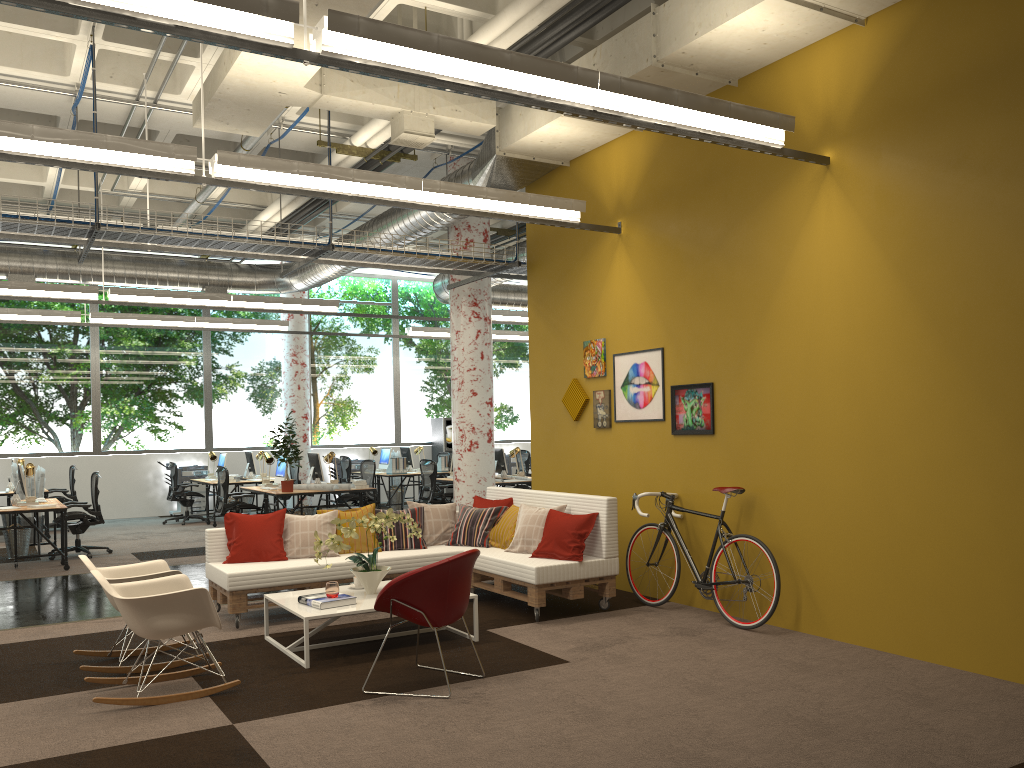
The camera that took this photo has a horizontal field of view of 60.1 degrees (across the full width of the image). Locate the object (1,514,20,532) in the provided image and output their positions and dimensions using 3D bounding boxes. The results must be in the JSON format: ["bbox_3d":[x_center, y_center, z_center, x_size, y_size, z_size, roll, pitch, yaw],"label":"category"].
[{"bbox_3d":[-8.281,2.227,14.657,0.353,0.435,0.359,0,-1,-34],"label":"object"}]

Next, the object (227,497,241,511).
[{"bbox_3d":[-4.942,2.203,15.564,0.353,0.435,0.359,0,-1,-34],"label":"object"}]

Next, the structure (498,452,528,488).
[{"bbox_3d":[0.013,2.054,20.651,1.057,1.057,0.503,0,-1,-31],"label":"structure"}]

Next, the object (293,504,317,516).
[{"bbox_3d":[-3.107,2.025,13.333,0.353,0.435,0.359,0,-1,-34],"label":"object"}]

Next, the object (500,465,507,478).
[{"bbox_3d":[-0.135,1.427,14.400,0.101,0.209,0.101,-1,-1,14],"label":"object"}]

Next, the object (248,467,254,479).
[{"bbox_3d":[-4.715,1.609,15.998,0.101,0.209,0.101,-1,-1,14],"label":"object"}]

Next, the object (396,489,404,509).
[{"bbox_3d":[-2.182,2.243,17.189,0.119,0.403,0.235,-1,-1,-30],"label":"object"}]

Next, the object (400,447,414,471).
[{"bbox_3d":[-2.148,1.516,17.908,0.189,0.485,0.484,-1,-1,-31],"label":"object"}]

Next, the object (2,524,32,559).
[{"bbox_3d":[-6.355,2.014,11.381,0.353,0.435,0.359,0,-1,-34],"label":"object"}]

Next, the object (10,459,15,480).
[{"bbox_3d":[-8.095,1.459,14.395,0.189,0.485,0.484,-1,-1,-31],"label":"object"}]

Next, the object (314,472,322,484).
[{"bbox_3d":[-2.798,1.376,12.749,0.101,0.209,0.101,-1,-1,14],"label":"object"}]

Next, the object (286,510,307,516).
[{"bbox_3d":[-3.025,1.970,12.316,0.353,0.435,0.359,0,-1,-34],"label":"object"}]

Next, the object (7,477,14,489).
[{"bbox_3d":[-7.973,1.578,14.073,0.101,0.209,0.101,-1,-1,14],"label":"object"}]

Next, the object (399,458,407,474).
[{"bbox_3d":[-2.099,1.539,16.621,0.150,0.302,0.281,-1,-1,-31],"label":"object"}]

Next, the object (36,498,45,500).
[{"bbox_3d":[-6.121,1.492,11.496,0.106,0.029,0.059,0,-3,-30],"label":"object"}]

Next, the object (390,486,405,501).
[{"bbox_3d":[-2.428,2.345,18.735,0.353,0.398,0.353,-1,-1,-11],"label":"object"}]

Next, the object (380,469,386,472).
[{"bbox_3d":[-2.587,1.654,17.736,0.101,0.209,0.101,-1,-1,14],"label":"object"}]

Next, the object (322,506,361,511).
[{"bbox_3d":[-2.337,1.948,12.297,0.541,0.455,0.221,0,-1,-31],"label":"object"}]

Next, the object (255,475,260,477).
[{"bbox_3d":[-4.789,1.735,16.697,0.106,0.029,0.059,0,-3,-30],"label":"object"}]

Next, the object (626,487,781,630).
[{"bbox_3d":[1.436,1.316,6.995,0.401,1.039,1.738,-1,-2,-25],"label":"object"}]

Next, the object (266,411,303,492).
[{"bbox_3d":[-3.003,0.893,11.716,0.438,1.077,0.514,-1,-1,-40],"label":"object"}]

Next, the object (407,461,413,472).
[{"bbox_3d":[-2.025,1.635,17.587,0.101,0.209,0.101,-1,-1,14],"label":"object"}]

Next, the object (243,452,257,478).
[{"bbox_3d":[-4.838,1.490,16.319,0.189,0.485,0.484,-1,-1,-31],"label":"object"}]

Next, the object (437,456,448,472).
[{"bbox_3d":[-1.356,1.546,17.060,0.150,0.302,0.281,-1,-1,-31],"label":"object"}]

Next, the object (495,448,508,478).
[{"bbox_3d":[-0.258,1.309,14.722,0.189,0.485,0.484,-1,-1,-31],"label":"object"}]

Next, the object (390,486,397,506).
[{"bbox_3d":[-2.404,2.297,18.135,0.119,0.403,0.235,-1,-1,-30],"label":"object"}]

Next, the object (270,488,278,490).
[{"bbox_3d":[-3.282,1.446,12.200,0.106,0.029,0.059,0,-3,-30],"label":"object"}]

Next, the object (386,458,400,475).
[{"bbox_3d":[-2.226,1.538,16.546,0.150,0.302,0.281,-1,-1,-31],"label":"object"}]

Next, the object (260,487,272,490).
[{"bbox_3d":[-3.443,1.471,12.486,0.118,0.017,0.439,1,-3,-31],"label":"object"}]

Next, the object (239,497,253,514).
[{"bbox_3d":[-5.023,2.258,16.582,0.353,0.435,0.359,0,-1,-34],"label":"object"}]

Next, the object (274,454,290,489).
[{"bbox_3d":[-3.243,1.238,12.576,0.189,0.485,0.484,-1,-1,-31],"label":"object"}]

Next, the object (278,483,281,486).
[{"bbox_3d":[-3.137,1.737,12.596,0.104,0.933,0.849,-1,-1,-35],"label":"object"}]

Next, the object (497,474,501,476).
[{"bbox_3d":[-0.209,1.554,15.099,0.106,0.029,0.059,0,-3,-30],"label":"object"}]

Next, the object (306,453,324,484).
[{"bbox_3d":[-2.921,1.257,13.071,0.189,0.485,0.484,-1,-1,-31],"label":"object"}]

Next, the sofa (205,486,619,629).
[{"bbox_3d":[-0.856,1.427,7.340,2.854,0.931,2.020,0,-3,-31],"label":"sofa"}]

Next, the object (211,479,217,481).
[{"bbox_3d":[-5.199,1.679,15.448,0.106,0.029,0.059,0,-3,-30],"label":"object"}]

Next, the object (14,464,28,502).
[{"bbox_3d":[-6.170,1.246,11.119,0.189,0.485,0.484,-1,-1,-31],"label":"object"}]

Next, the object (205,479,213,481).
[{"bbox_3d":[-5.359,1.704,15.735,0.118,0.017,0.439,1,-3,-31],"label":"object"}]

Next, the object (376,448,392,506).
[{"bbox_3d":[-2.611,1.875,17.671,0.191,1.208,1.079,-1,-1,-30],"label":"object"}]

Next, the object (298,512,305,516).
[{"bbox_3d":[-2.955,1.984,12.351,0.119,0.403,0.235,-1,-1,-30],"label":"object"}]

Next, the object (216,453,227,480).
[{"bbox_3d":[-5.159,1.471,15.825,0.189,0.485,0.484,-1,-1,-31],"label":"object"}]

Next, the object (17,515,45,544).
[{"bbox_3d":[-7.080,2.146,13.045,0.353,0.398,0.353,-2,-1,14],"label":"object"}]

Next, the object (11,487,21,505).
[{"bbox_3d":[-6.047,1.365,10.797,0.101,0.209,0.101,-1,-1,14],"label":"object"}]

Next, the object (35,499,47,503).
[{"bbox_3d":[-5.960,1.480,11.210,0.118,0.017,0.439,1,-3,-31],"label":"object"}]
